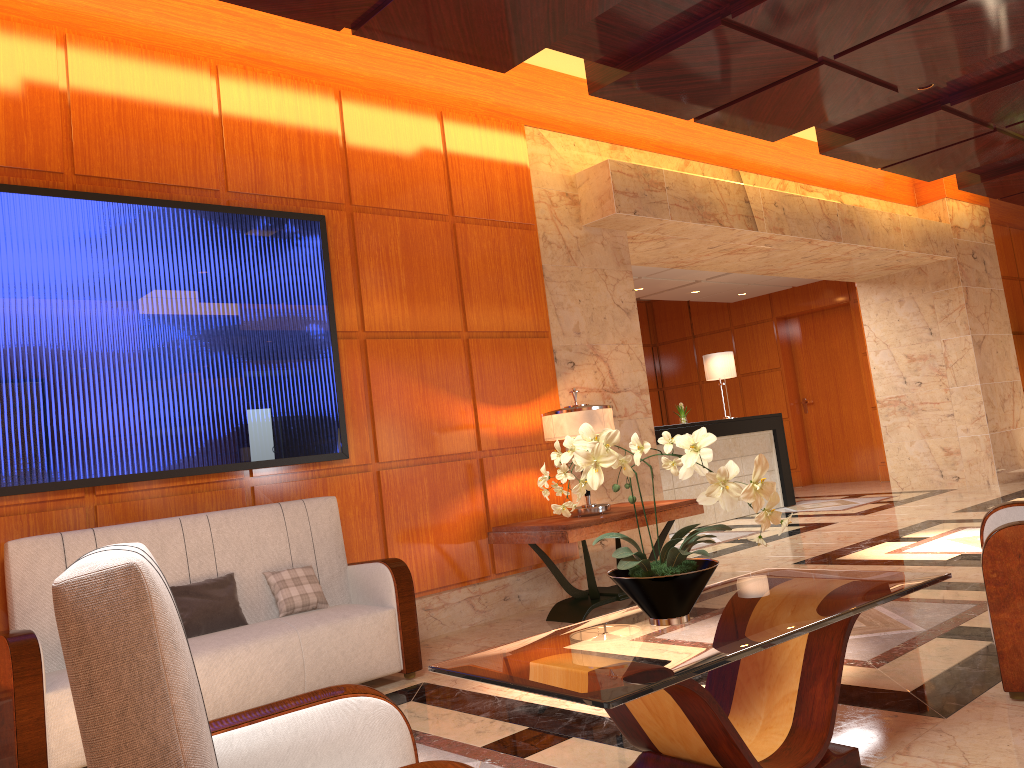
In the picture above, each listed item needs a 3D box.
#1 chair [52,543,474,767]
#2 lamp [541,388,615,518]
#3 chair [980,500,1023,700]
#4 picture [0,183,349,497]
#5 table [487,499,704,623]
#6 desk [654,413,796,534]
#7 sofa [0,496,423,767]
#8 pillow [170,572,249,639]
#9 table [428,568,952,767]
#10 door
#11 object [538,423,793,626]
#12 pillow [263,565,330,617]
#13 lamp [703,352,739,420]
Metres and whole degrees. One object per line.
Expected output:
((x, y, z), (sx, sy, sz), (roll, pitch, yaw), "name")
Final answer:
((-0.377, 0.725, 1.499), (0.629, 0.965, 0.734), (-4, -6, -23), "chair")
((0.444, 0.424, 5.622), (0.459, 0.813, 0.456), (-3, -7, -32), "lamp")
((2.052, 0.567, 3.253), (0.627, 0.965, 0.737), (-10, -7, 27), "chair")
((-1.793, -0.245, 4.563), (1.997, 1.459, 0.056), (-2, -8, -41), "picture")
((0.586, 1.129, 5.679), (1.271, 0.609, 0.722), (-3, -7, -41), "table")
((2.033, 1.046, 10.367), (2.927, 1.146, 0.937), (-3, -7, -41), "desk")
((-1.361, 1.065, 4.085), (1.800, 0.936, 0.609), (-3, -7, -41), "sofa")
((-1.425, 1.037, 4.128), (0.358, 0.254, 0.159), (-2, -8, -45), "pillow")
((0.624, 0.939, 2.626), (1.561, 0.498, 0.719), (-3, -6, -38), "table")
((4.908, 0.174, 13.619), (0.340, 2.709, 1.279), (-1, -9, -41), "door")
((0.431, 0.401, 2.656), (0.786, 0.620, 0.417), (-10, -7, 25), "object")
((-1.066, 1.029, 4.397), (0.273, 0.231, 0.201), (-3, -7, -39), "pillow")
((2.617, 0.032, 11.009), (0.373, 0.824, 0.370), (-5, -7, -17), "lamp")
